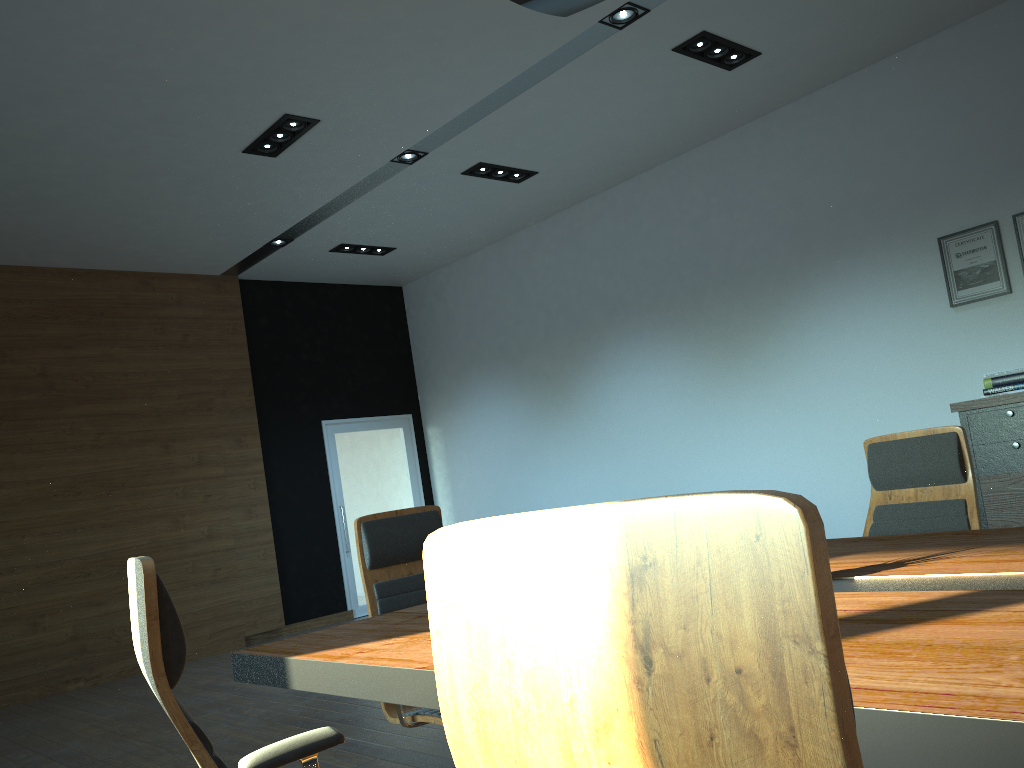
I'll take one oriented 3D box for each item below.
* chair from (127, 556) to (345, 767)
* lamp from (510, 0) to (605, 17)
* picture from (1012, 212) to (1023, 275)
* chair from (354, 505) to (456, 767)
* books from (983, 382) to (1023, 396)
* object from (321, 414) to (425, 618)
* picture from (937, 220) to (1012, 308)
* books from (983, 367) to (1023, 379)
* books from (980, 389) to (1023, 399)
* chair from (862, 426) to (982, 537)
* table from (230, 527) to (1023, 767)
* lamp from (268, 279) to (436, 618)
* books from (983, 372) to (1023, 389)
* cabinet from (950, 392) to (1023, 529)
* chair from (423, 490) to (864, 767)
[{"bbox_3d":[-0.289,0.829,1.645,0.694,1.124,0.710,-6,-5,-27],"label":"chair"},{"bbox_3d":[0.376,-1.792,2.325,0.339,1.195,1.203,-5,-6,-42],"label":"lamp"},{"bbox_3d":[3.375,-0.879,5.531,0.028,0.482,0.382,-5,-6,-42],"label":"picture"},{"bbox_3d":[-0.171,0.994,3.233,0.705,1.124,0.700,-5,-6,-40],"label":"chair"},{"bbox_3d":[3.201,0.013,5.536,0.405,0.041,0.273,-15,-9,42],"label":"books"},{"bbox_3d":[-1.514,1.454,10.016,1.195,2.153,0.201,-5,-6,-42],"label":"object"},{"bbox_3d":[3.063,-0.790,5.879,0.028,0.482,0.382,-5,-6,-42],"label":"picture"},{"bbox_3d":[3.204,-0.084,5.570,0.291,0.031,0.363,-3,-9,-44],"label":"books"},{"bbox_3d":[3.222,0.042,5.544,0.322,0.021,0.445,-3,-9,-42],"label":"books"},{"bbox_3d":[1.310,0.746,3.064,0.694,1.124,0.710,-6,-6,-35],"label":"chair"},{"bbox_3d":[1.734,0.613,1.072,1.782,0.794,5.573,-3,-8,-42],"label":"table"},{"bbox_3d":[-2.832,0.344,5.500,9.376,3.696,16.776,-3,-9,-42],"label":"lamp"},{"bbox_3d":[3.212,-0.038,5.566,0.287,0.062,0.371,-3,-9,-42],"label":"books"},{"bbox_3d":[3.783,0.492,4.683,0.766,1.229,2.361,-5,-7,-42],"label":"cabinet"},{"bbox_3d":[0.365,0.637,0.855,0.695,1.124,0.710,-5,-6,-42],"label":"chair"}]
